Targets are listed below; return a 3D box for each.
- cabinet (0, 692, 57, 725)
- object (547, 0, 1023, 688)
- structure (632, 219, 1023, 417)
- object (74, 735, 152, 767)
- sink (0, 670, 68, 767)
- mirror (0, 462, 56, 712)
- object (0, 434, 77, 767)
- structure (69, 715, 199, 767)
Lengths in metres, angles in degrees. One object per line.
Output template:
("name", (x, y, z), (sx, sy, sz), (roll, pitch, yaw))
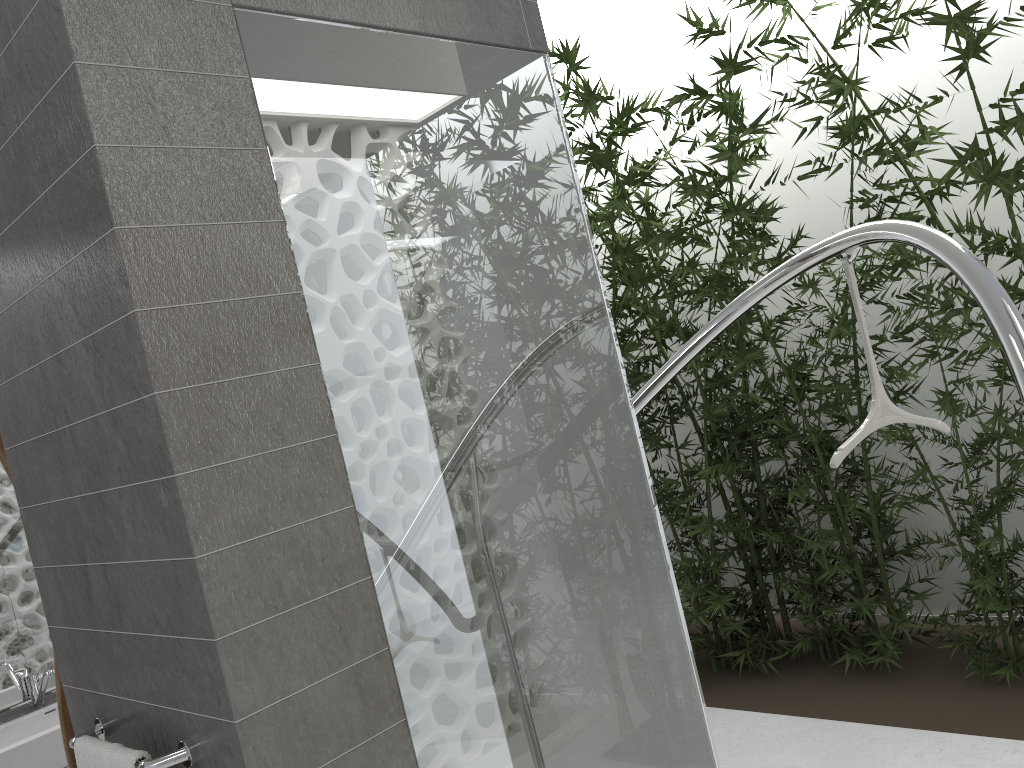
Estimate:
("cabinet", (-1.422, 1.540, 3.409), (0.461, 0.870, 1.200), (-13, 1, 44))
("object", (0.853, -0.431, 4.360), (4.097, 4.038, 4.664), (-14, 0, 3))
("structure", (-1.605, 1.127, 2.089), (5.433, 2.080, 5.250), (-13, 1, 39))
("object", (-0.660, 0.975, 1.622), (0.283, 0.656, 0.042), (-13, 1, 44))
("sink", (-1.572, 1.306, 3.147), (0.478, 0.598, 0.650), (-13, 1, 44))
("mirror", (-1.879, 0.184, 3.522), (0.030, 1.980, 1.100), (-13, 1, 44))
("object", (-1.032, 0.673, 2.216), (0.400, 2.389, 0.400), (-13, 1, 44))
("structure", (-0.716, 0.672, 1.640), (0.442, 0.047, 0.078), (-13, 1, 44))
